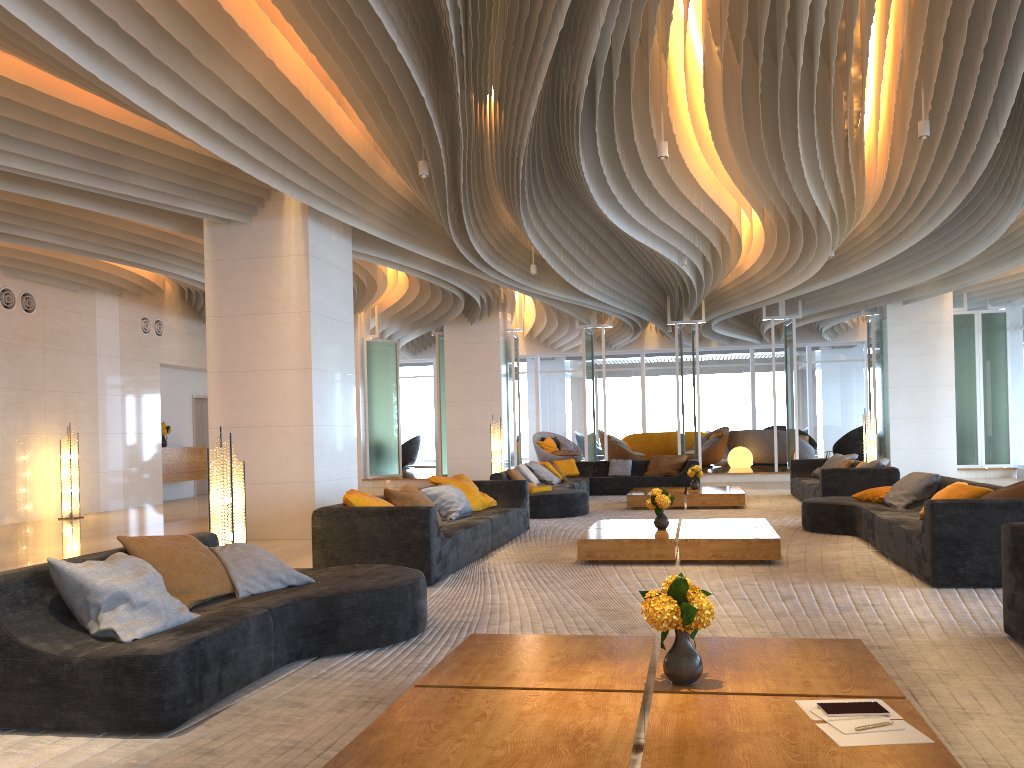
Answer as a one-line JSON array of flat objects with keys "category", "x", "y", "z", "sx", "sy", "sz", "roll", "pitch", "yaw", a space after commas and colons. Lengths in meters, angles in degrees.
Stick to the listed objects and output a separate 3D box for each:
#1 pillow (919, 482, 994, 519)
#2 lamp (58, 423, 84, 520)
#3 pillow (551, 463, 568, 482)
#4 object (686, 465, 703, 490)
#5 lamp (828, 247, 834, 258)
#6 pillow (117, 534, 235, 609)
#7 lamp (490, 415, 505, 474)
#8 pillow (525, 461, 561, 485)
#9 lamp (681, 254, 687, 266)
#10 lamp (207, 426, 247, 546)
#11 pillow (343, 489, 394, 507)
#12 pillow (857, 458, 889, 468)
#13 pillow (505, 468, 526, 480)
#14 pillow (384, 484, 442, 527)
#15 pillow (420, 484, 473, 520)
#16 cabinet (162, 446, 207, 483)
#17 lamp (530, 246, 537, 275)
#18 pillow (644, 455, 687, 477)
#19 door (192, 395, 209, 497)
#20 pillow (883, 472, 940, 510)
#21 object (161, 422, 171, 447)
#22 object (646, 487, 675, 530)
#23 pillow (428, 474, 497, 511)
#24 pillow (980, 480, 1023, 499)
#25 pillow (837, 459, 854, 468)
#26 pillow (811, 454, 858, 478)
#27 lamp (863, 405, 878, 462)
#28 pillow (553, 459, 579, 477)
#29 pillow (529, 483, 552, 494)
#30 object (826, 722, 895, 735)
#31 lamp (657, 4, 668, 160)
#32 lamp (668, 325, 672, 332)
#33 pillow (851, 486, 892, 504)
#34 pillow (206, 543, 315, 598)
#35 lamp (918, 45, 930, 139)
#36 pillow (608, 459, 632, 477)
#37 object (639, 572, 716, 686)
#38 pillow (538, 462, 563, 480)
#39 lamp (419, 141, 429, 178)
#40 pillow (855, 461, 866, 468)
[{"category": "pillow", "x": 3.523, "y": 0.989, "z": 7.091, "sx": 0.447, "sy": 0.394, "sz": 0.641, "roll": -2, "pitch": -3, "yaw": 10}, {"category": "lamp", "x": -6.691, "y": 1.315, "z": 13.422, "sx": 0.249, "sy": 1.450, "sz": 0.252, "roll": -1, "pitch": 0, "yaw": 11}, {"category": "pillow", "x": 0.706, "y": 1.461, "z": 14.618, "sx": 0.334, "sy": 0.319, "sz": 0.407, "roll": -1, "pitch": -2, "yaw": -21}, {"category": "object", "x": 2.694, "y": 1.363, "z": 13.040, "sx": 0.232, "sy": 0.377, "sz": 0.270, "roll": -2, "pitch": -1, "yaw": 43}, {"category": "lamp", "x": 4.500, "y": -2.547, "z": 12.564, "sx": 0.090, "sy": 1.505, "sz": 0.088, "roll": -1, "pitch": 0, "yaw": -34}, {"category": "pillow", "x": -1.594, "y": 0.913, "z": 4.372, "sx": 0.394, "sy": 0.391, "sz": 0.610, "roll": -2, "pitch": -2, "yaw": 14}, {"category": "lamp", "x": -0.235, "y": 1.224, "z": 14.631, "sx": 0.249, "sy": 1.450, "sz": 0.252, "roll": -1, "pitch": 0, "yaw": 11}, {"category": "pillow", "x": 0.491, "y": 1.418, "z": 14.150, "sx": 0.544, "sy": 0.376, "sz": 0.655, "roll": -2, "pitch": -3, "yaw": 7}, {"category": "lamp", "x": 2.485, "y": -2.476, "z": 12.916, "sx": 0.090, "sy": 1.505, "sz": 0.088, "roll": -1, "pitch": 0, "yaw": -34}, {"category": "lamp", "x": -1.968, "y": 0.889, "z": 6.139, "sx": 0.249, "sy": 1.197, "sz": 0.252, "roll": -1, "pitch": 0, "yaw": 11}, {"category": "pillow", "x": -1.042, "y": 1.017, "z": 6.947, "sx": 0.551, "sy": 0.377, "sz": 0.635, "roll": -1, "pitch": -3, "yaw": -11}, {"category": "pillow", "x": 4.471, "y": 1.135, "z": 11.258, "sx": 0.539, "sy": 0.377, "sz": 0.649, "roll": -3, "pitch": -3, "yaw": 33}, {"category": "pillow", "x": 0.104, "y": 1.328, "z": 12.373, "sx": 0.326, "sy": 0.311, "sz": 0.427, "roll": -2, "pitch": -2, "yaw": 13}, {"category": "pillow", "x": -0.838, "y": 1.070, "z": 7.568, "sx": 0.441, "sy": 0.409, "sz": 0.606, "roll": -2, "pitch": -2, "yaw": 13}, {"category": "pillow", "x": -0.623, "y": 1.164, "z": 8.593, "sx": 0.417, "sy": 0.376, "sz": 0.591, "roll": -2, "pitch": -2, "yaw": 13}, {"category": "cabinet", "x": -6.586, "y": 1.555, "z": 17.180, "sx": 0.556, "sy": 0.661, "sz": 1.521, "roll": -2, "pitch": -3, "yaw": 11}, {"category": "lamp", "x": 0.306, "y": -2.398, "z": 13.298, "sx": 0.090, "sy": 1.505, "sz": 0.088, "roll": -1, "pitch": 0, "yaw": -34}, {"category": "pillow", "x": 2.723, "y": 1.445, "z": 15.718, "sx": 0.629, "sy": 0.377, "sz": 0.556, "roll": -3, "pitch": -3, "yaw": 33}, {"category": "door", "x": -6.547, "y": 1.320, "z": 19.035, "sx": 0.245, "sy": 2.100, "sz": 1.414, "roll": -1, "pitch": -1, "yaw": 12}, {"category": "pillow", "x": 3.811, "y": 1.047, "z": 8.491, "sx": 0.459, "sy": 0.416, "sz": 0.670, "roll": -2, "pitch": -2, "yaw": 11}, {"category": "object", "x": -6.593, "y": 0.953, "z": 16.799, "sx": 0.266, "sy": 0.496, "sz": 0.236, "roll": -1, "pitch": -1, "yaw": -2}, {"category": "object", "x": 1.297, "y": 1.084, "z": 7.764, "sx": 0.232, "sy": 0.377, "sz": 0.270, "roll": -2, "pitch": -1, "yaw": 33}, {"category": "pillow", "x": -0.512, "y": 1.155, "z": 9.492, "sx": 0.539, "sy": 0.377, "sz": 0.649, "roll": -3, "pitch": -3, "yaw": 33}, {"category": "pillow", "x": 3.426, "y": 0.863, "z": 6.238, "sx": 0.539, "sy": 0.377, "sz": 0.649, "roll": -3, "pitch": -3, "yaw": 33}, {"category": "pillow", "x": 4.813, "y": 1.257, "z": 12.976, "sx": 0.320, "sy": 0.312, "sz": 0.410, "roll": -2, "pitch": -2, "yaw": 9}, {"category": "pillow", "x": 5.001, "y": 1.273, "z": 13.803, "sx": 0.551, "sy": 0.377, "sz": 0.635, "roll": -1, "pitch": -3, "yaw": -11}, {"category": "lamp", "x": 5.878, "y": 1.066, "z": 14.547, "sx": 0.249, "sy": 1.450, "sz": 0.252, "roll": -1, "pitch": 0, "yaw": 11}, {"category": "pillow", "x": 0.974, "y": 1.511, "z": 16.000, "sx": 0.412, "sy": 0.316, "sz": 0.338, "roll": -1, "pitch": -2, "yaw": -17}, {"category": "pillow", "x": 0.274, "y": 1.406, "z": 12.025, "sx": 0.404, "sy": 0.136, "sz": 0.424, "roll": -4, "pitch": -4, "yaw": 45}, {"category": "object", "x": 0.996, "y": 0.958, "z": 2.501, "sx": 0.182, "sy": 0.014, "sz": 0.105, "roll": -1, "pitch": -3, "yaw": -9}, {"category": "lamp", "x": 1.316, "y": -2.748, "z": 7.840, "sx": 0.090, "sy": 1.505, "sz": 0.088, "roll": -1, "pitch": 0, "yaw": -16}, {"category": "lamp", "x": 3.761, "y": -2.013, "z": 21.220, "sx": 0.088, "sy": 1.505, "sz": 0.090, "roll": -1, "pitch": 0, "yaw": 20}, {"category": "pillow", "x": 3.815, "y": 1.134, "z": 9.022, "sx": 0.594, "sy": 0.192, "sz": 0.443, "roll": 0, "pitch": -3, "yaw": -24}, {"category": "pillow", "x": -1.349, "y": 0.963, "z": 4.679, "sx": 0.436, "sy": 0.246, "sz": 0.463, "roll": 1, "pitch": -4, "yaw": -44}, {"category": "lamp", "x": 3.450, "y": -2.824, "z": 7.465, "sx": 0.089, "sy": 1.505, "sz": 0.089, "roll": -1, "pitch": 0, "yaw": 2}, {"category": "pillow", "x": 1.932, "y": 1.500, "z": 15.840, "sx": 0.405, "sy": 0.312, "sz": 0.324, "roll": -2, "pitch": -2, "yaw": 13}, {"category": "object", "x": 0.559, "y": 0.818, "z": 2.987, "sx": 0.264, "sy": 0.377, "sz": 0.238, "roll": -2, "pitch": -1, "yaw": 13}, {"category": "pillow", "x": 0.604, "y": 1.427, "z": 14.475, "sx": 0.328, "sy": 0.335, "sz": 0.418, "roll": -1, "pitch": -2, "yaw": -23}, {"category": "lamp", "x": -0.835, "y": -2.672, "z": 8.209, "sx": 0.089, "sy": 1.505, "sz": 0.089, "roll": -1, "pitch": 0, "yaw": 2}, {"category": "pillow", "x": 4.562, "y": 1.191, "z": 11.767, "sx": 0.319, "sy": 0.312, "sz": 0.411, "roll": -2, "pitch": -2, "yaw": 13}]
